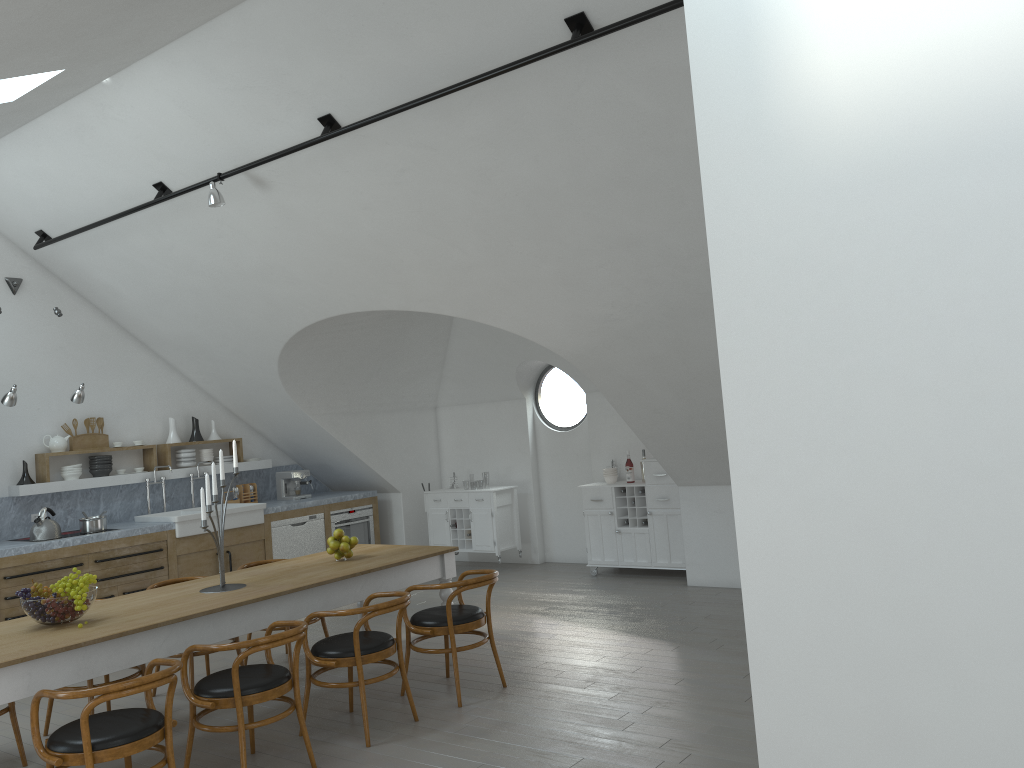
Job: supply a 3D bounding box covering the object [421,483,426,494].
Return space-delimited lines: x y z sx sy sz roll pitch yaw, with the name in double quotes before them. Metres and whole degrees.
"object" -1.001 1.285 10.325 0.088 0.269 0.029 -5 -4 10

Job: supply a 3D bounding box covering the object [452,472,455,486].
"object" -0.691 1.125 10.404 0.039 0.175 0.054 -8 -5 37

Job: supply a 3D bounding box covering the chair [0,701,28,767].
"chair" -3.021 1.735 4.838 0.620 0.736 0.527 -7 -4 37

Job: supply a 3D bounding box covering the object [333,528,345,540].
"object" -1.167 1.012 5.978 0.072 0.074 0.072 -7 -4 37

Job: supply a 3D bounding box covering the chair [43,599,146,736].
"chair" -2.539 1.717 5.382 0.620 0.736 0.527 -7 -4 33

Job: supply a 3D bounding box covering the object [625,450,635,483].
"object" 1.195 0.841 9.017 0.081 0.330 0.081 -7 -5 33

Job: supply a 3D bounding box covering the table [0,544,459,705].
"table" -1.747 1.606 5.124 1.016 0.800 3.349 -7 -3 37

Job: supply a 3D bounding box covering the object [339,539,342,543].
"object" -1.146 1.059 6.010 0.053 0.051 0.052 -5 -3 8

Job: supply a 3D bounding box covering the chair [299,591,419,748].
"chair" -0.841 1.561 4.960 0.620 0.736 0.527 -7 -4 32

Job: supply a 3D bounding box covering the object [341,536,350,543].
"object" -1.117 1.046 5.950 0.053 0.057 0.058 -2 -4 -39

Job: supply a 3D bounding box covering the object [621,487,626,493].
"object" 1.202 1.073 8.969 0.092 0.094 0.359 -7 -3 37

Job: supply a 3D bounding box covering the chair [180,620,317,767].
"chair" -1.290 1.575 4.387 0.620 0.736 0.527 -7 -4 37

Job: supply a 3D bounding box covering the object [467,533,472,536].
"object" -0.396 1.671 9.921 0.081 0.083 0.317 -7 -3 36

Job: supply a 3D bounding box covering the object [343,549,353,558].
"object" -1.101 1.140 5.966 0.064 0.063 0.063 -2 -4 -42

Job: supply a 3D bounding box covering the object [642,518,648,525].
"object" 1.387 1.362 8.824 0.081 0.081 0.358 -7 -3 35

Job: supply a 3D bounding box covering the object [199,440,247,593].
"object" -1.723 0.773 5.323 0.265 0.877 0.774 -5 -3 11

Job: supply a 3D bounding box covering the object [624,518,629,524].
"object" 1.252 1.374 8.933 0.156 0.085 0.331 -7 -3 38

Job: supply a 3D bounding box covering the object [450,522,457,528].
"object" -0.585 1.588 10.016 0.081 0.085 0.317 -7 -3 37

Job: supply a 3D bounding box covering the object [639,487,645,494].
"object" 1.362 1.058 8.839 0.087 0.085 0.360 -7 -3 37

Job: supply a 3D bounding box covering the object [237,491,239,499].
"object" -2.972 1.229 9.604 0.044 0.179 0.019 -6 -4 21

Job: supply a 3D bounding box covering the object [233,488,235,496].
"object" -3.010 1.222 9.604 0.018 0.196 0.020 -1 -6 -44

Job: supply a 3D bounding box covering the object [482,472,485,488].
"object" -0.307 1.088 9.993 0.054 0.179 0.054 -6 -4 14

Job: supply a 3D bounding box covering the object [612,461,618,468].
"object" 1.065 0.905 9.362 0.115 0.209 0.065 -8 -5 39

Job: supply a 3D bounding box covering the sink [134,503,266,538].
"sink" -3.055 1.340 8.743 0.726 0.202 1.021 -7 -3 37

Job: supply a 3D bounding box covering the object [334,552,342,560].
"object" -1.165 1.152 5.937 0.049 0.050 0.051 -7 -4 40

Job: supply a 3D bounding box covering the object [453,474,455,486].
"object" -0.674 1.124 10.373 0.024 0.164 0.039 -1 -5 -40

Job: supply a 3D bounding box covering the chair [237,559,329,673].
"chair" -1.709 1.697 6.574 0.620 0.736 0.527 -7 -4 33

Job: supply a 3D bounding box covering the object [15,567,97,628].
"object" -2.311 1.086 4.524 0.393 0.285 0.292 -5 -3 1

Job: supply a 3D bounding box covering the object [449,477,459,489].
"object" -0.683 1.159 10.391 0.101 0.138 0.067 -7 -4 37

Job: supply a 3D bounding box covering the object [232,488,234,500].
"object" -3.011 1.222 9.593 0.019 0.196 0.022 -7 -4 25

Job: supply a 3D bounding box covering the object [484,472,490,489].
"object" -0.280 1.080 9.935 0.063 0.187 0.063 -6 -4 22

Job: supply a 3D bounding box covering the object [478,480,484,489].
"object" -0.349 1.130 9.937 0.071 0.099 0.071 -3 -4 -30

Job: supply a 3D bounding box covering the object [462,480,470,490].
"object" -0.514 1.141 9.972 0.082 0.105 0.081 -2 -4 -40

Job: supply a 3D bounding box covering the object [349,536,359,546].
"object" -1.067 1.060 5.977 0.063 0.063 0.062 -5 -3 -1

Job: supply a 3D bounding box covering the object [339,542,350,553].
"object" -1.118 1.090 5.914 0.071 0.072 0.070 -5 -3 1

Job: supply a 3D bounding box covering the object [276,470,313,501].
"object" -2.396 1.132 9.948 0.386 0.321 0.324 -7 -4 37

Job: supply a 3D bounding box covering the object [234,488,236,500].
"object" -3.013 1.220 9.620 0.040 0.193 0.042 -4 -4 -16

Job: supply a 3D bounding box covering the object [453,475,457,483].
"object" -0.679 1.139 10.398 0.097 0.137 0.029 -8 -5 40

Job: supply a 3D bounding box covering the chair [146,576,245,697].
"chair" -2.151 1.710 6.001 0.620 0.736 0.527 -7 -4 40

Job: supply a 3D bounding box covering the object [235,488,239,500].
"object" -2.974 1.216 9.591 0.040 0.193 0.042 -4 -4 -17

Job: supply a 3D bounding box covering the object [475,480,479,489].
"object" -0.371 1.138 10.026 0.094 0.094 0.093 -6 -3 24

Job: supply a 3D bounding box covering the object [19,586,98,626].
"object" -2.318 1.151 4.547 0.359 0.160 0.359 -5 -3 17

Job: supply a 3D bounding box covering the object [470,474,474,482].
"object" -0.449 1.106 10.021 0.048 0.170 0.048 -6 -4 24

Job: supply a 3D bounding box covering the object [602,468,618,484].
"object" 1.013 0.945 9.120 0.158 0.160 0.154 -3 -4 -25

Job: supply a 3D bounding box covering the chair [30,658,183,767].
"chair" -1.694 1.583 3.781 0.620 0.736 0.527 -7 -4 40

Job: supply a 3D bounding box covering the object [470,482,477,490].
"object" -0.429 1.144 9.954 0.077 0.085 0.077 -6 -4 24

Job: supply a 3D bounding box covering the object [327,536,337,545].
"object" -1.212 1.063 5.977 0.066 0.071 0.072 -5 -3 6

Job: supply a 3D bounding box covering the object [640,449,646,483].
"object" 1.335 0.824 8.905 0.085 0.331 0.085 -4 -4 -4

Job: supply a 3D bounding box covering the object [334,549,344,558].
"object" -1.164 1.140 6.005 0.080 0.074 0.078 -4 -3 -8

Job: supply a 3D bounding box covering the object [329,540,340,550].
"object" -1.181 1.075 5.910 0.071 0.064 0.072 -6 -4 30

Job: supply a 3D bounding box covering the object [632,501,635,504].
"object" 1.295 1.174 8.907 0.085 0.085 0.331 -7 -3 36

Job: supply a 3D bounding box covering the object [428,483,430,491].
"object" -0.958 1.280 10.292 0.029 0.269 0.088 -3 -4 -27

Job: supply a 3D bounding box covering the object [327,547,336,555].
"object" -1.213 1.117 5.950 0.059 0.056 0.059 -7 -4 31

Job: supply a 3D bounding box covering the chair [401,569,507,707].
"chair" -0.354 1.542 5.498 0.620 0.736 0.527 -7 -4 39

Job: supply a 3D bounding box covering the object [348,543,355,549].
"object" -1.100 1.087 6.020 0.076 0.076 0.076 -5 -3 4
